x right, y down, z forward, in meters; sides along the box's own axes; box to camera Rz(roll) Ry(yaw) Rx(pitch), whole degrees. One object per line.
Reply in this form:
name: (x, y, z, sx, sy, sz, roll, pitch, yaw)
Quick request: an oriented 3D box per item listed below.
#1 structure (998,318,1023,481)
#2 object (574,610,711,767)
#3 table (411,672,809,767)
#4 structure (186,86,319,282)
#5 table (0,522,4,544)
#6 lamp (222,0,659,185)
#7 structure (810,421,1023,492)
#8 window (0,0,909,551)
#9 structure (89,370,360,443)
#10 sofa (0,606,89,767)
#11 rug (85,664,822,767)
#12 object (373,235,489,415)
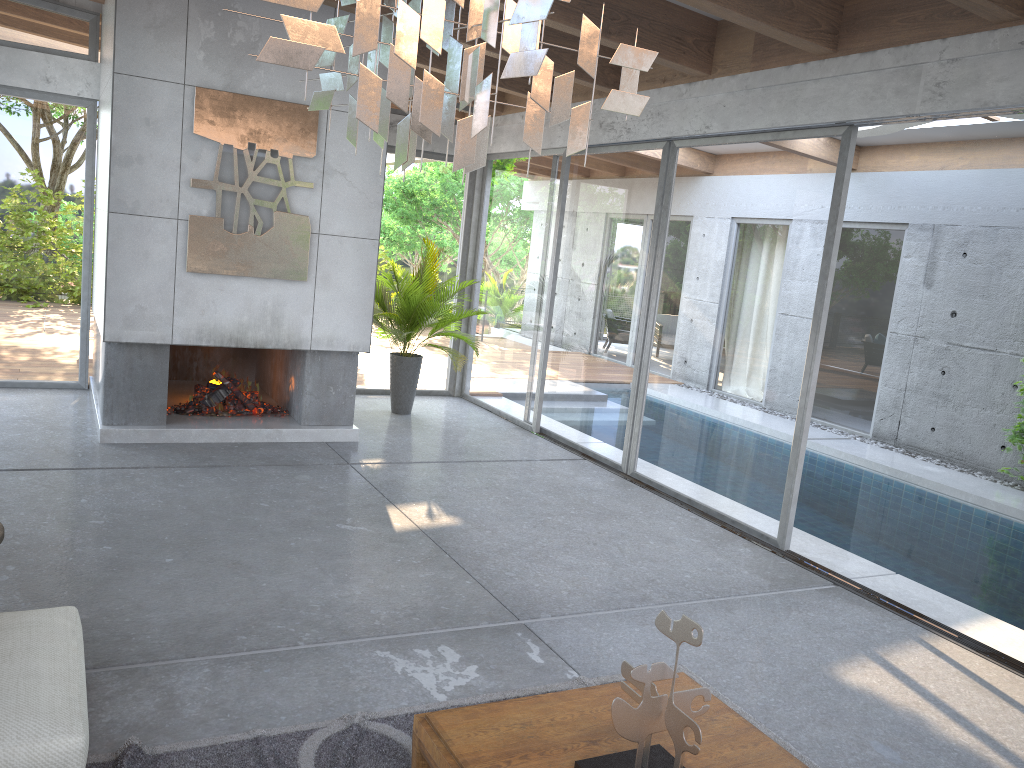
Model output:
structure: (5.138, 0.423, 3.415, 2.739, 2.687, 10.282, 5, 9, -11)
object: (0.407, 0.865, 2.470, 0.346, 0.518, 0.379, 2, 10, -28)
table: (0.393, 1.297, 2.530, 1.048, 0.352, 1.112, 2, 10, -28)
structure: (-1.975, -1.494, 6.776, 0.919, 1.351, 0.041, 2, 10, -28)
table: (-2.396, 0.801, 3.451, 0.725, 0.441, 0.725, 10, 10, 23)
lamp: (-0.166, -1.088, 1.614, 0.862, 1.400, 0.636, 9, 9, 19)
structure: (5.635, 1.290, 7.316, 0.477, 0.068, 13.673, 2, 10, -28)
window: (0.614, -0.315, 1.970, 14.294, 3.764, 23.280, 2, 10, -28)
structure: (-2.666, -0.021, 8.021, 2.012, 0.595, 2.203, 2, 10, -28)
sofa: (-1.189, 1.142, 1.573, 1.965, 0.777, 3.733, 2, 10, -28)
rug: (-0.146, 1.415, 2.341, 3.186, 0.056, 2.187, 2, 10, -27)
object: (-1.019, -0.606, 8.859, 1.484, 1.819, 1.798, 3, 10, -21)
